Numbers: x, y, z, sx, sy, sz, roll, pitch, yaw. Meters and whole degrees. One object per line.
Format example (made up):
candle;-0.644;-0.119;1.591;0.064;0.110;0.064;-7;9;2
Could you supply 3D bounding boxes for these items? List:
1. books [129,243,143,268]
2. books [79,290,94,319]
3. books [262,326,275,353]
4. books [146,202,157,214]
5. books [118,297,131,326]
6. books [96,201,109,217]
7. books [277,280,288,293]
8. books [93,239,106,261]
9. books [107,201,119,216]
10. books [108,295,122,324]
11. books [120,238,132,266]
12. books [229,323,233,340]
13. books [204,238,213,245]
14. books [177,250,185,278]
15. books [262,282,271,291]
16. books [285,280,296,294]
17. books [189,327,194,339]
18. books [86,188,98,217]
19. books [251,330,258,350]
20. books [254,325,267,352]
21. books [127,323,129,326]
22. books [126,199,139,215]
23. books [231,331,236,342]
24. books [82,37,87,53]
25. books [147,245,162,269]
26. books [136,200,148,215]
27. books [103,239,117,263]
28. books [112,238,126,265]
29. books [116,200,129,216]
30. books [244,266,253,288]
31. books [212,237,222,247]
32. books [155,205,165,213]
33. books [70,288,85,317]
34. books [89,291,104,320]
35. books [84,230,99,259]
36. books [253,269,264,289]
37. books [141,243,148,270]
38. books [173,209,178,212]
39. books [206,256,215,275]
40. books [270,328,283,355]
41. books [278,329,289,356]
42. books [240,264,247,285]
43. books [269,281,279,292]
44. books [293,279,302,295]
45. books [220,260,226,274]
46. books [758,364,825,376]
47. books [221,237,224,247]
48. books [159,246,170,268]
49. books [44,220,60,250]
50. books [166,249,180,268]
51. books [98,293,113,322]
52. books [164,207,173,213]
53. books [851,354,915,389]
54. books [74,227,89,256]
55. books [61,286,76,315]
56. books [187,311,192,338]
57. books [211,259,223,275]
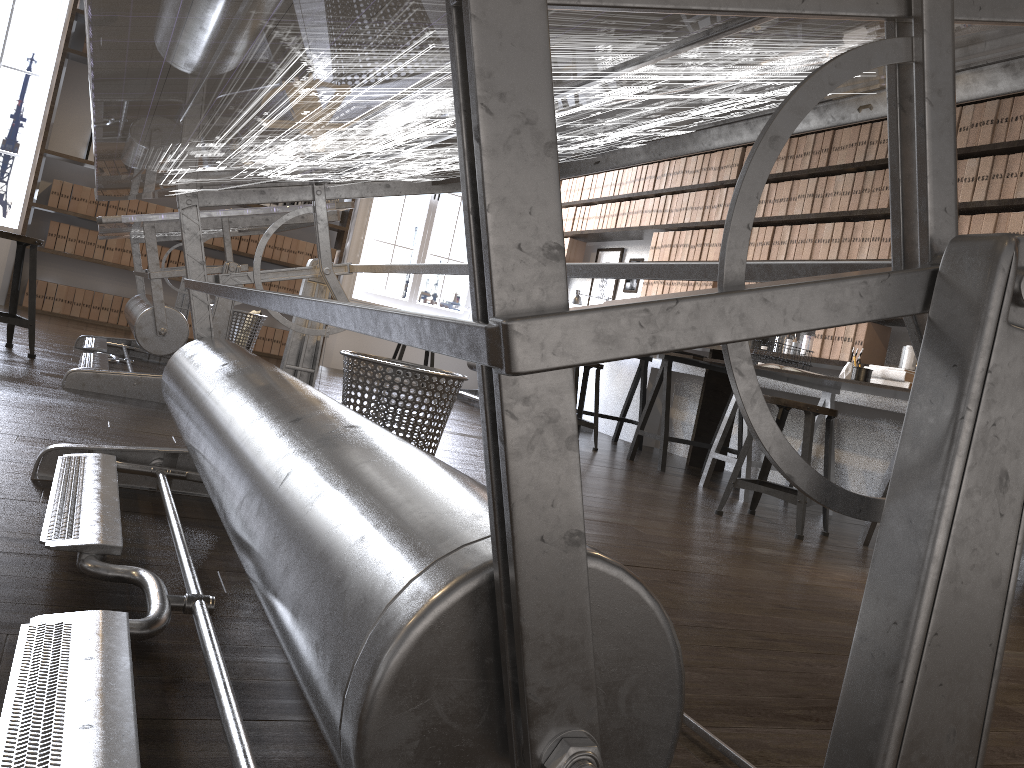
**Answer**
books;-3.104;-1.071;7.310;0.066;0.226;0.175;13;0;-26
books;-3.448;-0.649;7.184;0.066;0.226;0.175;13;0;-26
books;-2.158;-0.390;7.807;0.066;0.226;0.175;13;0;-26
books;-3.001;-1.379;7.326;0.066;0.226;0.175;13;0;-26
books;-3.192;-0.597;7.302;0.066;0.226;0.175;13;0;-26
books;-3.315;-1.442;7.176;0.066;0.226;0.175;13;0;-26
books;-2.040;-0.858;7.820;0.066;0.226;0.175;13;0;-26
books;-3.340;-1.119;7.191;0.066;0.226;0.175;13;0;-26
books;-3.251;-1.430;7.213;0.066;0.226;0.175;13;0;-26
books;-3.261;-0.611;7.275;0.066;0.226;0.175;13;0;-26
books;-3.161;-1.083;7.276;0.066;0.226;0.175;13;0;-26
books;-2.456;-0.450;7.657;0.066;0.226;0.175;13;0;-26
books;-2.573;-1.294;7.532;0.066;0.226;0.175;13;0;-26
books;-2.785;-1.008;7.465;0.066;0.226;0.175;13;0;-26
books;-2.166;-0.884;7.761;0.066;0.226;0.175;13;0;-26
books;-1.985;-0.848;7.849;0.066;0.226;0.175;13;0;-26
books;-2.702;-0.499;7.543;0.066;0.226;0.175;13;0;-26
books;-3.383;-1.456;7.149;0.066;0.226;0.175;13;0;-26
books;-2.277;-0.414;7.742;0.066;0.226;0.175;13;0;-26
books;-2.220;-0.403;7.776;0.066;0.226;0.175;13;0;-26
books;-3.129;-0.585;7.338;0.066;0.226;0.175;13;0;-26
books;-3.126;-1.405;7.273;0.066;0.226;0.175;13;0;-26
books;-2.393;-0.437;7.690;0.066;0.226;0.175;13;0;-26
books;-3.367;-2.706;7.055;0.066;0.226;0.175;13;0;-26
books;-2.977;-1.046;7.367;0.066;0.226;0.175;13;0;-26
books;-3.063;-1.392;7.303;0.066;0.226;0.175;13;0;-26
books;-3.277;-1.106;7.223;0.066;0.226;0.175;13;0;-26
books;-3.222;-1.095;7.252;0.066;0.226;0.175;13;0;-26
books;-3.187;-1.417;7.239;0.066;0.226;0.175;13;0;-26
books;-2.289;-0.908;7.700;0.066;0.226;0.175;13;0;-26
books;-2.509;-1.281;7.563;0.066;0.226;0.175;13;0;-26
books;-2.944;-1.368;7.359;0.066;0.226;0.175;13;0;-26
books;-3.506;-0.660;7.150;0.066;0.226;0.175;13;0;-26
books;-3.386;-0.636;7.214;0.066;0.226;0.175;13;0;-26
books;-3.404;-1.131;7.164;0.066;0.226;0.175;13;0;-26
books;-2.229;-0.897;7.733;0.066;0.226;0.175;13;0;-26
books;-3.041;-1.059;7.340;0.066;0.226;0.175;13;0;-26
books;-2.823;-1.344;7.413;0.066;0.226;0.175;13;0;-26
books;-2.602;-0.971;7.554;0.066;0.226;0.175;13;0;-26
books;-2.093;-0.377;7.833;0.066;0.226;0.175;13;0;-26
books;-2.033;-0.365;7.867;0.066;0.226;0.175;13;0;-26
books;-2.351;-0.921;7.666;0.066;0.226;0.175;13;0;-26
books;-2.103;-0.871;7.788;0.066;0.226;0.175;13;0;-26
books;-1.924;-0.835;7.873;0.066;0.226;0.175;13;0;-26
books;-2.473;-0.945;7.612;0.066;0.226;0.175;13;0;-26
books;1.420;-0.057;4.370;0.255;0.029;0.356;11;2;-25
books;-2.456;-1.271;7.594;0.066;0.226;0.175;13;0;-26
books;-2.916;-1.034;7.401;0.066;0.226;0.175;13;0;-26
books;-3.652;-1.181;7.038;0.066;0.226;0.175;13;0;-26
books;-2.848;-1.020;7.428;0.066;0.226;0.175;13;0;-26
books;-3.322;-0.623;7.240;0.066;0.226;0.175;13;0;-26
books;-2.888;-1.357;7.384;0.066;0.226;0.175;13;0;-26
books;1.755;-0.033;4.088;0.383;0.148;0.296;11;1;-25
books;-3.466;-1.144;7.136;0.066;0.226;0.175;13;0;-26
books;-3.566;-0.672;7.125;0.066;0.226;0.175;13;0;-26
books;-2.757;-0.510;7.514;0.066;0.226;0.175;13;0;-26
books;-2.539;-0.959;7.582;0.066;0.226;0.175;13;0;-26
